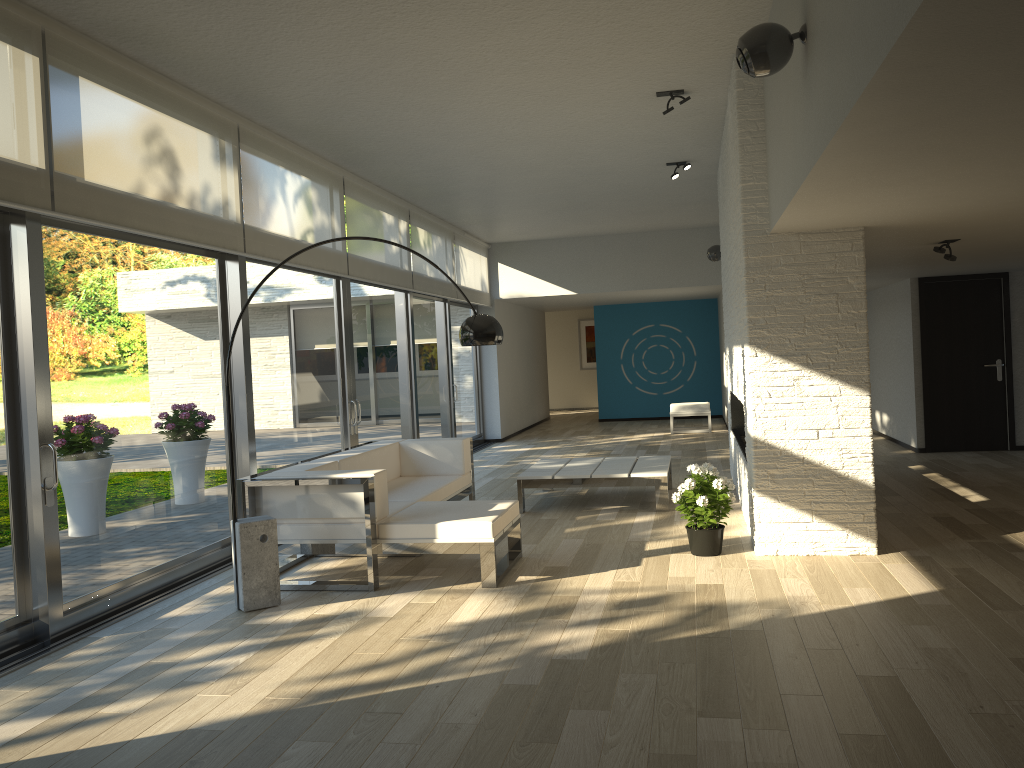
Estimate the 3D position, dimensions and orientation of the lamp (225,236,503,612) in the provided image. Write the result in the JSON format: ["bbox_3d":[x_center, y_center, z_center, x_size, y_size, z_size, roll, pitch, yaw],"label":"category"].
[{"bbox_3d":[-0.771,0.147,5.189,1.754,2.024,0.282,-4,1,-36],"label":"lamp"}]

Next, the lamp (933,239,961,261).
[{"bbox_3d":[3.081,-0.939,6.290,0.135,0.153,0.234,-3,1,12],"label":"lamp"}]

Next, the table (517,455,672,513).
[{"bbox_3d":[0.765,0.864,7.765,1.220,0.305,1.221,-2,2,12],"label":"table"}]

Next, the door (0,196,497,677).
[{"bbox_3d":[-0.252,-0.005,9.614,19.437,2.373,22.956,-2,2,12],"label":"door"}]

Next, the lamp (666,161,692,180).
[{"bbox_3d":[1.582,-2.022,8.396,0.234,0.153,0.135,-3,1,12],"label":"lamp"}]

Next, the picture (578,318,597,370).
[{"bbox_3d":[2.229,-0.939,20.507,1.378,1.191,0.017,-3,1,12],"label":"picture"}]

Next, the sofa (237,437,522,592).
[{"bbox_3d":[-0.636,0.806,6.192,1.545,0.654,2.405,-3,2,12],"label":"sofa"}]

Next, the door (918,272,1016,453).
[{"bbox_3d":[5.008,-0.229,9.785,0.920,1.947,0.108,-3,1,12],"label":"door"}]

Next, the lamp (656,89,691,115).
[{"bbox_3d":[1.118,-1.934,6.122,0.234,0.153,0.135,-3,1,12],"label":"lamp"}]

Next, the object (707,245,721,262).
[{"bbox_3d":[2.530,-1.595,10.792,0.315,0.203,0.201,-3,1,12],"label":"object"}]

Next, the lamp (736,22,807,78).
[{"bbox_3d":[1.038,-1.314,3.476,0.315,0.203,0.201,-3,1,12],"label":"lamp"}]

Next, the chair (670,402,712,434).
[{"bbox_3d":[2.787,0.525,13.839,0.611,0.442,0.610,-3,1,12],"label":"chair"}]

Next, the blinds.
[{"bbox_3d":[-1.496,-1.438,7.945,0.056,0.983,11.533,-3,2,12],"label":"blinds"}]

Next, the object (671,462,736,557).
[{"bbox_3d":[1.207,0.779,5.542,0.405,0.571,0.431,-2,1,33],"label":"object"}]
